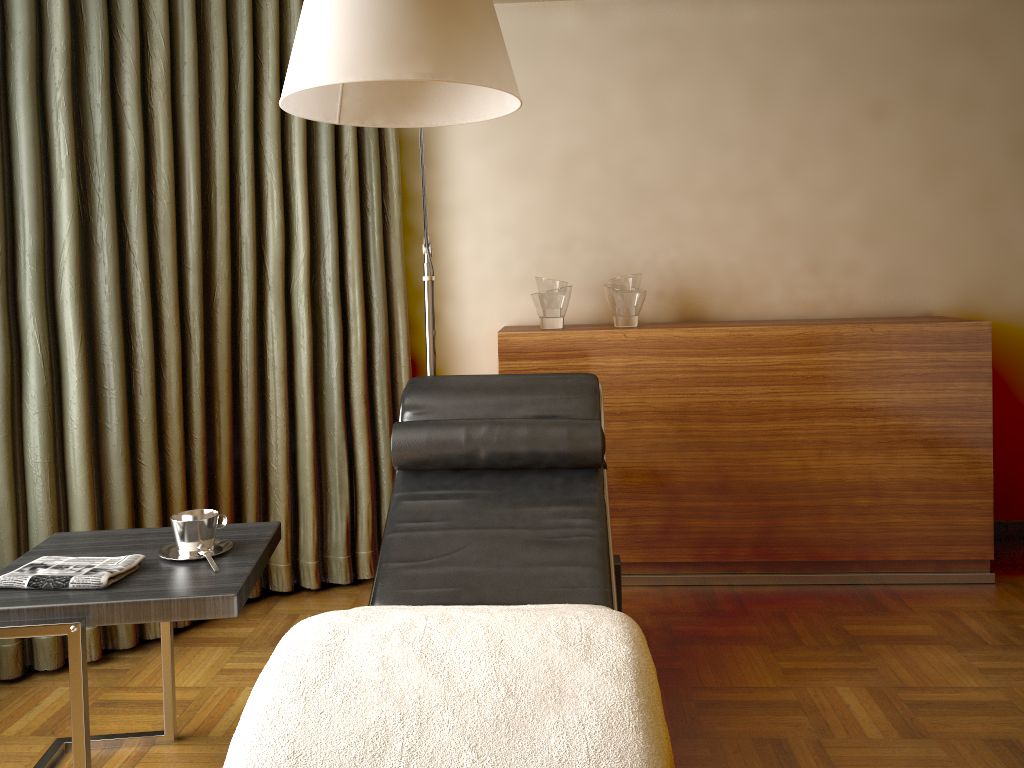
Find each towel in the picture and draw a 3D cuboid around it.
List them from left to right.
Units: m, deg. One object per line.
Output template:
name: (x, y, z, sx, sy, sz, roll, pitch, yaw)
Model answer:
towel: (-0.867, 0.369, 1.744, 0.240, 0.035, 0.180, -1, 7, 7)

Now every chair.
chair: (-0.059, 0.459, 1.886, 0.635, 0.793, 1.799, -1, 6, 3)

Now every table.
table: (-0.784, 0.387, 1.838, 0.517, 0.045, 0.502, -2, 7, -5)

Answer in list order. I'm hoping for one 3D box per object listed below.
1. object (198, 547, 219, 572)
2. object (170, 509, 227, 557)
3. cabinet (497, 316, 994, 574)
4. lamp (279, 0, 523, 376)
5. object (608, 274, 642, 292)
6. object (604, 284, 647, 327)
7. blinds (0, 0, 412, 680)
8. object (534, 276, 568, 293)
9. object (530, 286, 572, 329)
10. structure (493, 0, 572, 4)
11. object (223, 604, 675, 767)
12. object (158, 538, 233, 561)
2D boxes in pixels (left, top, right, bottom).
object: (-0.614, 0.355, 1.792, 0.029, 0.019, 0.124, -4, 7, -27)
object: (-0.671, 0.316, 1.881, 0.098, 0.078, 0.111, -1, 5, 5)
cabinet: (0.806, 0.209, 3.245, 1.673, 0.860, 0.417, -1, 3, 3)
lamp: (-0.137, -0.113, 2.155, 0.451, 1.960, 1.422, -1, 3, 7)
object: (0.411, -0.324, 3.207, 0.123, 0.149, 0.123, -3, 4, -17)
object: (0.412, -0.286, 3.208, 0.155, 0.154, 0.156, -2, 4, -6)
blinds: (-0.996, -0.475, 2.843, 1.537, 2.444, 0.224, -4, 3, -42)
object: (0.144, -0.319, 3.222, 0.122, 0.149, 0.123, -2, 4, -15)
object: (0.145, -0.281, 3.223, 0.156, 0.154, 0.156, -5, 6, -40)
structure: (0.680, -1.564, 3.335, 2.178, 0.130, 0.275, -1, 6, 3)
object: (-0.100, 0.671, 1.363, 0.917, 0.518, 0.914, -1, 6, 4)
object: (-0.671, 0.353, 1.876, 0.150, 0.009, 0.151, 0, 7, 9)
